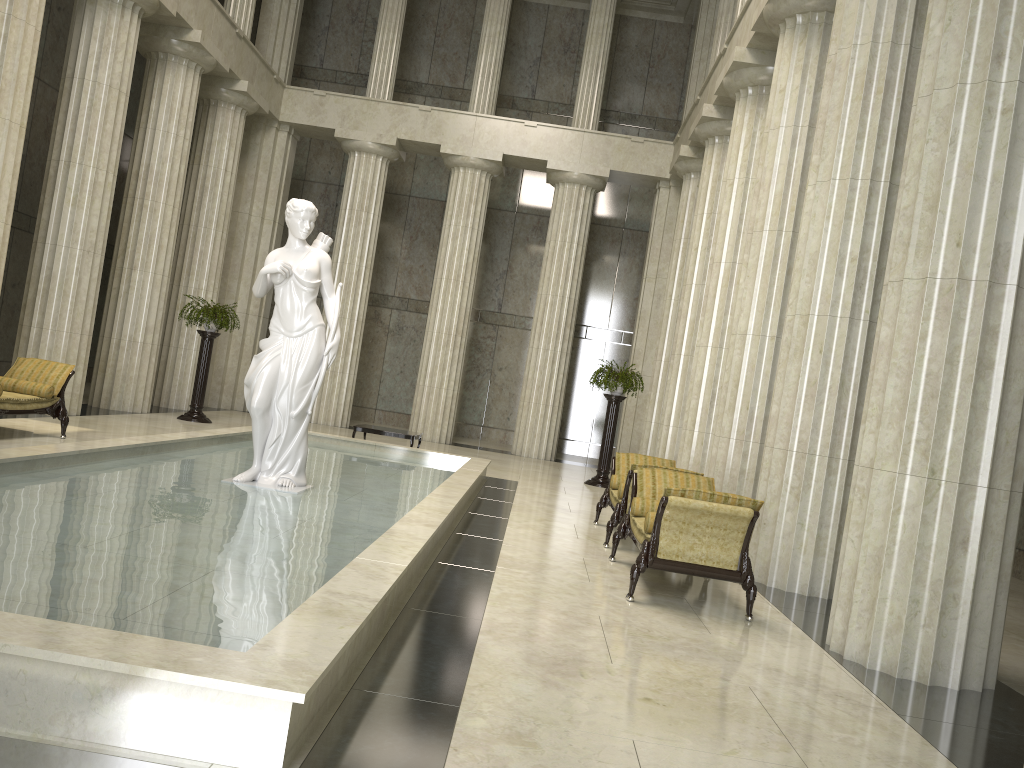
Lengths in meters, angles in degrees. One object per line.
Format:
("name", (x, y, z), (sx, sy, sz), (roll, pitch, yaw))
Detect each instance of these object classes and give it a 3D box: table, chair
("table", (-2.197, 1.045, 15.582), (1.134, 0.494, 1.123), (9, -1, 0))
("chair", (1.468, 1.296, 7.709), (0.993, 0.950, 2.172), (9, -1, 2))
("chair", (-6.114, 0.136, 10.437), (0.993, 0.950, 2.172), (9, -1, 2))
("chair", (1.546, 1.338, 10.176), (0.993, 0.950, 2.172), (9, -1, 2))

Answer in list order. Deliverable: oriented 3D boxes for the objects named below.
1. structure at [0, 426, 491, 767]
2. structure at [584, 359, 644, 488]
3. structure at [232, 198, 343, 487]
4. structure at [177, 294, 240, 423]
("structure", (-2.411, 1.111, 8.850), (3.754, 0.508, 11.573), (9, -1, 2))
("structure", (1.856, 0.739, 16.696), (1.053, 2.386, 1.159), (9, -1, 7))
("structure", (-2.211, -0.329, 8.842), (0.940, 3.044, 0.729), (9, -1, -4))
("structure", (-5.880, -0.475, 16.967), (1.159, 2.386, 1.053), (9, -1, -3))
